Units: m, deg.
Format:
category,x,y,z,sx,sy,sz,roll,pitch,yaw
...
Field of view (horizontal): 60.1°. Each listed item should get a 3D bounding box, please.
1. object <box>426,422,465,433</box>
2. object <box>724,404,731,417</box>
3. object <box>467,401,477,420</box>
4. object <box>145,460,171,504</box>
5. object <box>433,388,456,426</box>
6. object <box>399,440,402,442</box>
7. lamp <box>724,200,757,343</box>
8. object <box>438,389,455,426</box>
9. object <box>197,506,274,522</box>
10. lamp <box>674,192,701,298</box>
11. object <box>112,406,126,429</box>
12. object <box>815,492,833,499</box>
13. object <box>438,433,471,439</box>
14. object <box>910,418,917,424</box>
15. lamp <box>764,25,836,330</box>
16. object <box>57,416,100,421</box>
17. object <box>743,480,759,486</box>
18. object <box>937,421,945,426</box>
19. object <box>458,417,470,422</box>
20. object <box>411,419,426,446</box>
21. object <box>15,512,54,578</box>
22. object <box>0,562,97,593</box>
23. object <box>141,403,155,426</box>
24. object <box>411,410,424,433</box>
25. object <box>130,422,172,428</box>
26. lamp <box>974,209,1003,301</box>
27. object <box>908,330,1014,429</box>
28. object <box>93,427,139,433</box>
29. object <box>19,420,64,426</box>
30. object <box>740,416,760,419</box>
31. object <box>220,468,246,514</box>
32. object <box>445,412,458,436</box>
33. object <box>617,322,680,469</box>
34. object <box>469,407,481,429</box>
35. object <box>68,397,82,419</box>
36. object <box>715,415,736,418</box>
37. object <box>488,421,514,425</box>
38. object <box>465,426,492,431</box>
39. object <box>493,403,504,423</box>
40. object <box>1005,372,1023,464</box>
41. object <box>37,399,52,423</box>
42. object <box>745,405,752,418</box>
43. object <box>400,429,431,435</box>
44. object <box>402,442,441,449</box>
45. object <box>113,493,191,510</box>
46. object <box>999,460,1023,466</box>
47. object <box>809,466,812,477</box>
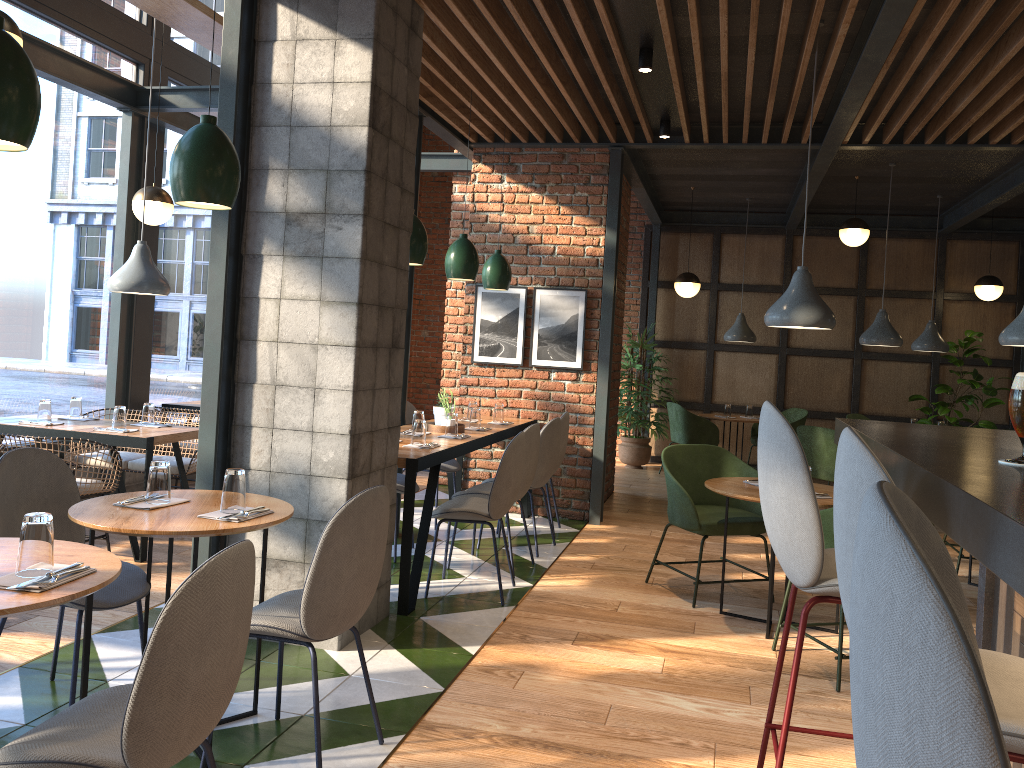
category,x,y,z,sx,sy,sz,roll,pitch,yaw
object,-0.430,0.281,5.713,0.251,0.046,0.253,3,3,-13
object,2.355,0.290,9.672,0.080,0.138,0.080,3,1,-8
object,-0.292,0.198,6.554,0.080,0.138,0.080,4,1,35
object,-1.184,0.328,2.974,0.080,0.138,0.080,3,1,-8
object,-0.440,0.161,5.764,0.146,0.276,0.146,3,0,-6
object,-0.711,0.314,4.936,0.157,0.019,0.243,4,3,14
lamp,2.638,-2.707,9.754,0.352,4.491,0.353,3,0,-41
object,-0.404,0.166,5.643,0.115,0.282,0.128,3,0,9
object,-0.897,0.416,2.866,0.157,0.019,0.242,4,3,19
lamp,1.941,-2.795,9.288,0.268,3.794,0.268,3,0,-33
object,-2.319,0.199,5.235,0.080,0.138,0.080,4,1,16
object,1.445,0.544,4.382,0.242,0.019,0.158,3,3,-17
object,-0.353,0.314,5.393,0.157,0.019,0.243,4,3,14
object,4.111,0.420,9.066,0.080,0.138,0.080,3,1,-9
lamp,1.609,-2.530,4.561,0.352,4.491,0.353,3,0,-41
object,-2.772,0.218,5.691,0.243,0.019,0.157,4,3,13
object,1.365,0.524,4.707,0.242,0.019,0.158,3,3,-17
object,4.273,0.440,8.829,0.080,0.138,0.080,4,1,21
object,-0.314,0.262,6.579,0.157,0.019,0.243,4,3,12
object,-0.507,0.263,4.851,0.080,0.138,0.080,4,1,37
object,-1.111,0.373,2.069,0.080,0.138,0.080,3,1,-37
object,-1.096,0.442,2.044,0.157,0.019,0.243,4,3,10
object,-2.276,0.188,5.545,0.080,0.138,0.080,3,1,-11
object,-0.574,0.233,5.426,0.080,0.138,0.080,4,1,37
object,-2.253,0.255,5.562,0.243,0.019,0.157,4,3,16
lamp,5.086,-2.761,9.263,0.268,3.794,0.268,3,0,-33
object,4.814,0.308,9.474,1.058,1.795,0.721,4,0,24
object,-2.340,0.265,5.215,0.243,0.019,0.157,4,3,13
object,-2.845,0.230,5.340,0.243,0.019,0.157,4,3,16
object,2.644,0.368,9.774,0.157,0.019,0.243,2,3,-21
object,-0.908,0.348,2.894,0.080,0.138,0.080,3,1,-18
object,-0.367,0.245,5.419,0.080,0.138,0.080,3,1,-23
object,1.460,0.111,10.270,0.977,1.723,0.914,3,0,-21
object,-0.248,0.227,5.975,0.080,0.138,0.080,3,1,-13
object,-2.794,0.152,5.673,0.080,0.138,0.080,4,1,16
object,2.325,0.354,9.675,0.157,0.019,0.243,2,3,-21
object,-0.084,0.280,6.477,0.157,0.019,0.243,4,3,14
object,-0.234,0.295,5.949,0.157,0.019,0.243,4,3,14
object,-0.097,0.212,6.504,0.080,0.138,0.080,3,1,-13
object,1.002,0.065,1.720,0.070,0.178,0.070,3,0,17
object,-2.828,0.164,5.361,0.080,0.138,0.080,3,1,-11
object,2.619,0.300,9.786,0.080,0.138,0.080,3,1,-8
object,-0.595,0.297,5.451,0.157,0.019,0.243,4,3,14
object,-0.494,0.331,4.825,0.157,0.019,0.243,4,3,14
object,-1.206,0.392,2.992,0.157,0.019,0.242,4,3,19
object,0.902,0.131,1.008,0.322,0.106,1.510,4,3,17
object,1.453,0.477,4.408,0.080,0.138,0.080,3,1,-4
